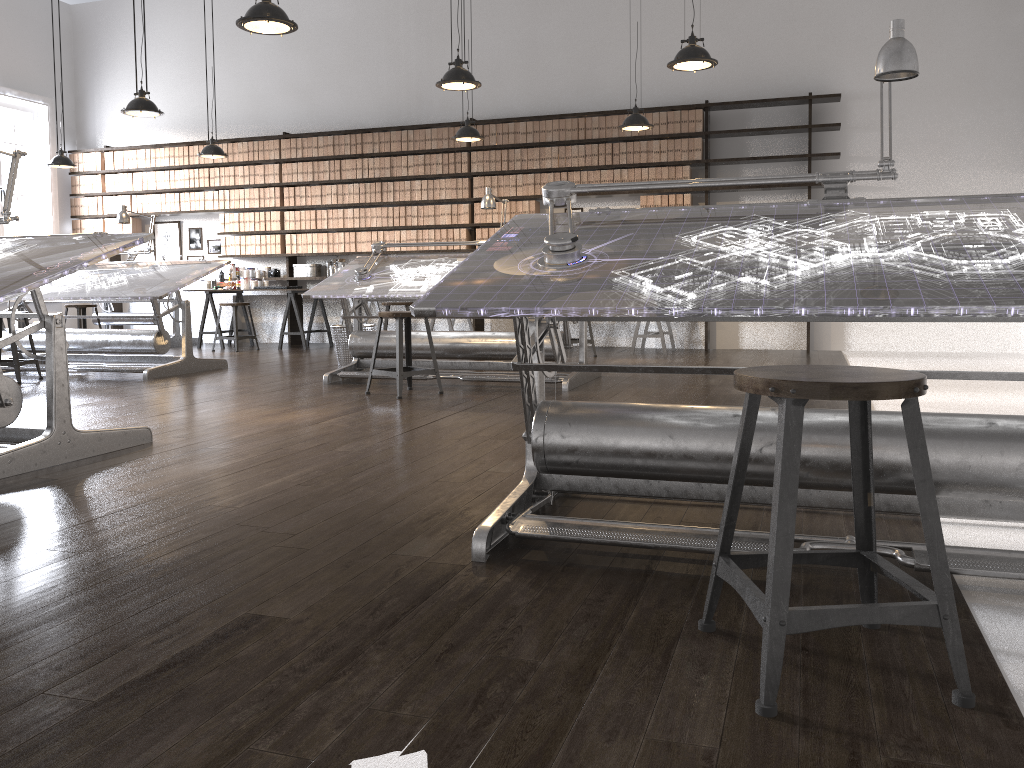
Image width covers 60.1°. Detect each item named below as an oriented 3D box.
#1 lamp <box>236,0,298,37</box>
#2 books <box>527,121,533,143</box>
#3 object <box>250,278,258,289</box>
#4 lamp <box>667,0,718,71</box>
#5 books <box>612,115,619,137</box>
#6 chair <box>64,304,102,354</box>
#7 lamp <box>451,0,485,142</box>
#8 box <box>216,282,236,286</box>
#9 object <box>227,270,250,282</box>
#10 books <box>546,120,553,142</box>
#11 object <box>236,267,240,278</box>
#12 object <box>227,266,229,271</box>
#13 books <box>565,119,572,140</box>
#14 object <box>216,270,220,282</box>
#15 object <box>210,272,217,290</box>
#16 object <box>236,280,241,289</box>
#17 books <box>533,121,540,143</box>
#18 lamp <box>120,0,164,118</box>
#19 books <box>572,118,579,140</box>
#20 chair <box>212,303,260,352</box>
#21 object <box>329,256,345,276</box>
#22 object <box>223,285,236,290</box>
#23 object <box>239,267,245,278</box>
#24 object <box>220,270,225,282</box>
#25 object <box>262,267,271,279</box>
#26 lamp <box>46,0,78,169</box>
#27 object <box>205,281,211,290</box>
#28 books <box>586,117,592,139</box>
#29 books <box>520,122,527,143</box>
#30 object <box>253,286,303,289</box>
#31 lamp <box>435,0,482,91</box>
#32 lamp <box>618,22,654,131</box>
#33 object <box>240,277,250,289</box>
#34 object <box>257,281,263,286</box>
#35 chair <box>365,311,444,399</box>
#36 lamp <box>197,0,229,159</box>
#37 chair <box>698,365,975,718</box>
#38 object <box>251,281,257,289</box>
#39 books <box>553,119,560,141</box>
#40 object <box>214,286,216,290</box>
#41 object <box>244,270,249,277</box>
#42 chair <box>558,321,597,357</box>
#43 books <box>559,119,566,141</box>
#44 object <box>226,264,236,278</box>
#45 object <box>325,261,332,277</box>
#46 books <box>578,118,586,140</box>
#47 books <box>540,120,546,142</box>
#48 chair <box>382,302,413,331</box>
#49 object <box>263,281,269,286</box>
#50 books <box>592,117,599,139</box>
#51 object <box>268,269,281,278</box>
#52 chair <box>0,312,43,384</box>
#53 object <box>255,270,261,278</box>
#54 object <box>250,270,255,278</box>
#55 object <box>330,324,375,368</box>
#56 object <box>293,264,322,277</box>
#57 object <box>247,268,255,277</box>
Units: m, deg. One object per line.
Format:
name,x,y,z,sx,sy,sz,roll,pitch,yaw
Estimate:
lamp,-1.275,-2.953,4.501,0.311,2.258,0.313,3,5,43
books,0.214,-2.650,9.373,0.067,0.225,0.175,1,5,18
object,-3.025,-1.174,10.391,0.095,0.127,0.094,1,5,22
lamp,1.102,-3.087,5.408,0.311,2.245,0.314,-1,3,-2
books,1.080,-2.628,9.083,0.067,0.225,0.175,1,5,18
chair,-4.680,-0.601,9.642,0.372,0.526,0.359,2,5,27
lamp,-0.418,-3.368,8.079,0.311,2.245,0.313,3,5,43
box,-3.328,-1.150,10.366,0.212,0.083,0.138,1,6,18
object,-3.204,-1.276,10.469,0.077,0.145,0.346,3,7,41
books,0.414,-2.645,9.308,0.067,0.225,0.175,1,5,18
object,-3.309,-1.342,10.667,0.050,0.139,0.051,0,4,16
object,-3.301,-1.287,10.366,0.071,0.186,0.008,1,4,19
books,0.611,-2.640,9.243,0.067,0.225,0.175,1,5,18
object,-3.466,-1.229,10.415,0.069,0.237,0.068,0,4,15
object,-3.488,-1.218,10.348,0.069,0.229,0.068,0,4,15
object,-3.180,-1.153,10.289,0.049,0.111,0.049,0,4,15
books,0.282,-2.649,9.354,0.067,0.225,0.175,1,5,18
lamp,-2.844,-3.189,6.721,0.311,2.245,0.313,2,4,39
books,0.674,-2.639,9.225,0.067,0.225,0.175,1,5,18
chair,-2.998,-0.615,9.599,0.372,0.526,0.359,2,5,27
object,-2.032,-1.374,10.241,0.181,0.271,0.157,0,4,3
object,-3.244,-1.106,10.155,0.132,0.050,0.197,-6,8,-42
object,-3.241,-1.340,10.647,0.070,0.130,0.070,-3,5,-33
object,-3.439,-1.235,10.496,0.069,0.229,0.068,0,4,15
object,-2.913,-1.309,10.521,0.107,0.161,0.237,-2,6,-16
lamp,-4.909,-3.484,9.568,0.311,2.245,0.314,-1,3,-2
object,-3.558,-1.156,10.361,0.068,0.104,0.068,1,5,23
books,0.816,-2.635,9.178,0.067,0.225,0.175,1,5,18
books,0.146,-2.652,9.397,0.067,0.225,0.175,1,5,18
object,-2.612,-1.076,9.894,0.446,0.033,0.313,1,7,18
lamp,-0.372,-3.125,5.899,0.311,2.245,0.313,3,5,43
lamp,1.057,-3.330,7.588,0.311,2.245,0.313,3,5,43
object,-3.104,-1.169,10.305,0.105,0.141,0.104,0,5,11
object,-2.929,-1.152,10.308,0.062,0.093,0.063,-2,5,-22
chair,-0.677,-0.189,5.549,0.359,0.526,0.372,-5,6,-43
lamp,-3.060,-3.436,8.958,0.311,2.245,0.314,-1,3,-2
chair,0.549,0.243,1.552,0.358,0.526,0.373,-1,4,-3
object,-2.996,-1.149,10.284,0.062,0.094,0.062,-3,5,-31
books,0.481,-2.643,9.282,0.067,0.225,0.175,1,5,18
object,-3.447,-1.118,10.312,0.049,0.037,0.049,1,5,15
object,-3.159,-1.307,10.545,0.062,0.094,0.062,0,4,4
chair,0.581,-0.517,8.363,0.358,0.526,0.373,-2,5,-13
books,0.550,-2.641,9.259,0.067,0.225,0.175,1,5,18
object,-3.363,-1.352,10.608,0.106,0.176,0.108,1,4,20
object,-2.142,-1.339,10.362,0.079,0.188,0.079,-1,4,-3
books,0.743,-2.637,9.196,0.067,0.225,0.175,1,5,18
books,0.349,-2.648,9.334,0.067,0.225,0.175,1,5,18
chair,-1.147,-0.559,8.910,0.372,0.526,0.359,-1,4,-8
object,-2.870,-1.157,10.339,0.062,0.094,0.062,-2,5,-22
books,0.882,-2.633,9.151,0.067,0.225,0.175,1,5,18
object,-2.819,-1.309,10.457,0.171,0.108,0.091,1,5,18
chair,-3.746,-0.268,6.562,0.358,0.526,0.373,-1,4,-3
object,-3.022,-1.308,10.538,0.062,0.094,0.062,0,4,4
object,-3.089,-1.306,10.537,0.062,0.093,0.063,0,4,4
object,-1.251,-0.275,6.976,0.353,0.376,0.354,3,6,40
object,-2.392,-1.323,10.354,0.317,0.152,0.193,1,6,18
object,-3.137,-1.332,10.654,0.094,0.127,0.095,-5,6,-41
